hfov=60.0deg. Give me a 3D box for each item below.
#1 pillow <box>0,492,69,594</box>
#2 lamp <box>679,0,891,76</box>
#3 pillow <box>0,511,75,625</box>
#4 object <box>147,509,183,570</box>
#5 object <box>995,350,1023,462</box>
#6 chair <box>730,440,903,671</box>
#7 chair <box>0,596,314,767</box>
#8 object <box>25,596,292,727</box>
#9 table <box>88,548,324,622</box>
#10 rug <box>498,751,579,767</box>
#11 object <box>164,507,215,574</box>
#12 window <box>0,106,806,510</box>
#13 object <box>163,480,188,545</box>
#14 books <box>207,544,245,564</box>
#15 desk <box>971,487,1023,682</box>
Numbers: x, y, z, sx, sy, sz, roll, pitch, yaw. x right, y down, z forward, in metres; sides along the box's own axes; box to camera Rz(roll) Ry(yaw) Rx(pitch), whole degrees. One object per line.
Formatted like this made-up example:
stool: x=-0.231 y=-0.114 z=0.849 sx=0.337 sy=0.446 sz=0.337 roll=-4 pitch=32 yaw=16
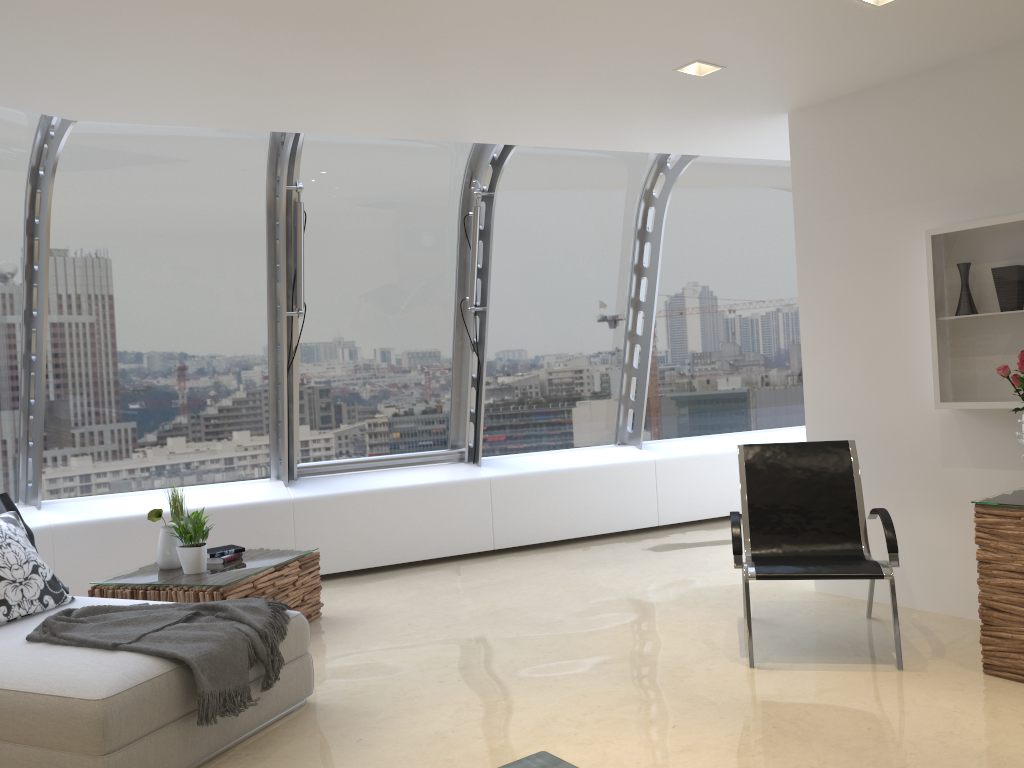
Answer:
pillow: x=-2.667 y=0.834 z=4.152 sx=0.510 sy=0.597 sz=1.070 roll=-3 pitch=1 yaw=23
lamp: x=3.596 y=-1.716 z=0.851 sx=9.928 sy=0.004 sz=9.775 roll=-4 pitch=1 yaw=-36
pillow: x=-2.377 y=0.835 z=4.059 sx=0.431 sy=0.528 sz=0.683 roll=-3 pitch=0 yaw=18
object: x=-1.995 y=0.883 z=5.070 sx=0.152 sy=0.370 sz=0.297 roll=-3 pitch=0 yaw=8
object: x=2.359 y=0.163 z=3.869 sx=0.350 sy=0.654 sz=0.327 roll=-4 pitch=0 yaw=-17
chair: x=1.498 y=0.818 z=4.480 sx=0.752 sy=0.972 sz=0.943 roll=-3 pitch=0 yaw=13
chair: x=-2.073 y=1.163 z=3.886 sx=2.068 sy=0.690 sz=1.176 roll=-3 pitch=1 yaw=23
object: x=-1.424 y=1.096 z=3.782 sx=1.024 sy=0.359 sz=0.825 roll=-3 pitch=1 yaw=22
table: x=-1.741 y=1.269 z=5.174 sx=0.923 sy=0.436 sz=1.007 roll=-3 pitch=0 yaw=18
rug: x=-0.410 y=1.419 z=1.573 sx=2.923 sy=0.012 sz=2.194 roll=-4 pitch=1 yaw=-36
object: x=-1.796 y=0.875 z=4.982 sx=0.284 sy=0.369 sz=0.215 roll=-3 pitch=0 yaw=-4
window: x=5.359 y=-0.360 z=1.840 sx=16.171 sy=3.674 sz=16.693 roll=-4 pitch=1 yaw=-31
object: x=-2.005 y=0.811 z=5.307 sx=0.150 sy=0.511 sz=0.153 roll=-3 pitch=1 yaw=21
books: x=-1.734 y=1.019 z=5.288 sx=0.246 sy=0.063 sz=0.265 roll=-3 pitch=1 yaw=40
desk: x=2.739 y=0.848 z=3.514 sx=0.793 sy=0.762 sz=1.436 roll=-4 pitch=1 yaw=-37
